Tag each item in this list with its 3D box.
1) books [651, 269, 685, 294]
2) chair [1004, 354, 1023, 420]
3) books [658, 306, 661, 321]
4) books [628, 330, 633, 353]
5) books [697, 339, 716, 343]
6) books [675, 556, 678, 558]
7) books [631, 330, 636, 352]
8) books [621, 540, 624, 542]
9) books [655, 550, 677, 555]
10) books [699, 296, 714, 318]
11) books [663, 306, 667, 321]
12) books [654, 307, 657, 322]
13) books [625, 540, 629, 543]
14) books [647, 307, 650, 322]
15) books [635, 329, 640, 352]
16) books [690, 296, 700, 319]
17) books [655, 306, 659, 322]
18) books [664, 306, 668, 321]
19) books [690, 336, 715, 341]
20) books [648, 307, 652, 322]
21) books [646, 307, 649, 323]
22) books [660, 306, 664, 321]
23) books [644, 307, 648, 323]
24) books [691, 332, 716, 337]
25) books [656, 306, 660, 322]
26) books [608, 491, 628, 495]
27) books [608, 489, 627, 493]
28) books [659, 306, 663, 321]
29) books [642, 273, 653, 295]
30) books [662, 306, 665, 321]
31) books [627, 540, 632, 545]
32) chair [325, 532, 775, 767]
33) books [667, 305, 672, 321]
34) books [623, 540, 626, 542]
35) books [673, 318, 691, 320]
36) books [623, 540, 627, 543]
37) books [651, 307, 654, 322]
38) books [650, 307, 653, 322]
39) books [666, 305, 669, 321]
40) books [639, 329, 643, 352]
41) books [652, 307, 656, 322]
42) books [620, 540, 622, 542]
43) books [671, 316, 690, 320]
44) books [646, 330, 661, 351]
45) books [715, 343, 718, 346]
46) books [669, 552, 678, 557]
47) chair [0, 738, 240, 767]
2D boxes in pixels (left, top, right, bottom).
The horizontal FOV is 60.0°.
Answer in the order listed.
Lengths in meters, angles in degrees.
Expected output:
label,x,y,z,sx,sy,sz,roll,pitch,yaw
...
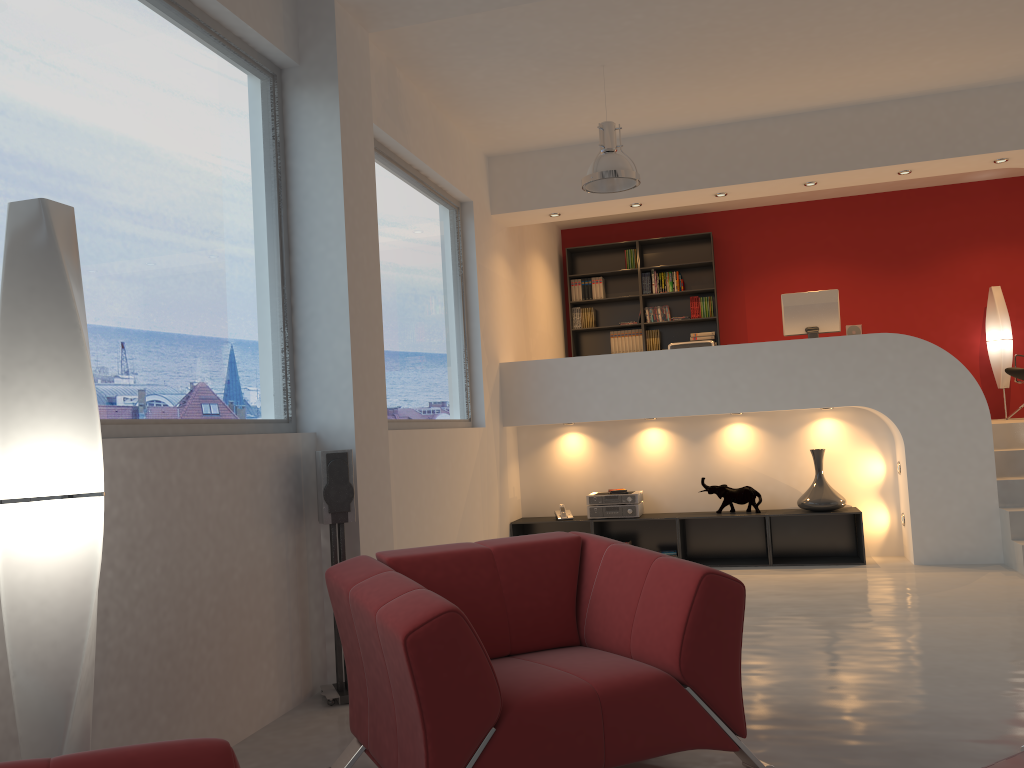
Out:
label,x,y,z,sx,sy,sz,roll,pitch,yaw
books,1.755,-1.149,9.968,0.341,0.286,0.231,-4,-3,15
chair,5.059,-0.094,8.154,0.768,0.795,0.664,-3,-3,-10
books,1.671,-0.776,10.008,0.031,0.190,0.135,-4,-3,15
books,1.355,-0.473,10.061,0.040,0.260,0.200,-4,-3,15
books,2.122,-0.460,9.836,0.260,0.040,0.200,-4,-3,15
books,1.265,1.410,7.253,0.190,0.015,0.135,-4,-3,15
books,1.394,-0.476,10.050,0.040,0.260,0.200,-4,-3,15
books,0.917,1.390,7.295,0.031,0.190,0.135,-4,-3,15
books,1.250,1.381,7.258,0.190,0.015,0.135,-4,-3,10
books,2.163,-0.837,9.868,0.146,0.240,0.170,-4,-3,15
books,1.729,-0.781,9.992,0.031,0.190,0.135,-4,-3,15
books,1.628,-0.773,10.019,0.031,0.190,0.135,-4,-3,15
books,0.961,1.387,7.284,0.031,0.190,0.135,-4,-3,15
books,1.556,-0.768,10.039,0.031,0.190,0.135,-4,-3,15
books,1.433,-0.479,10.039,0.040,0.260,0.200,-4,-3,15
books,2.046,-0.837,9.900,0.090,0.256,0.181,-4,-3,15
books,1.642,-0.774,10.015,0.031,0.190,0.135,-4,-3,15
books,1.744,-0.782,9.988,0.031,0.190,0.135,-4,-3,15
books,2.115,-0.499,9.838,0.260,0.040,0.200,-4,-3,14
books,1.570,-0.769,10.035,0.031,0.190,0.135,-4,-3,15
books,1.541,-0.767,10.042,0.031,0.190,0.135,-4,-3,15
books,1.700,-0.779,10.000,0.031,0.190,0.135,-4,-3,15
books,1.527,-0.766,10.046,0.031,0.190,0.135,-4,-3,15
books,2.120,-0.540,9.830,0.260,0.040,0.200,-4,-3,15
books,1.657,-0.775,10.011,0.031,0.190,0.135,-4,-3,15
books,0.881,0.902,7.371,0.135,0.015,0.190,-3,-3,-5
books,0.879,0.888,7.382,0.135,0.015,0.190,-3,-3,0
books,1.686,-0.777,10.004,0.031,0.190,0.135,-4,-3,15
books,1.534,-1.117,10.050,0.090,0.256,0.181,-4,-3,15
books,1.715,-0.780,9.996,0.031,0.190,0.135,-4,-3,15
books,0.975,1.386,7.280,0.031,0.190,0.135,-4,-3,15
chair,0.063,0.938,2.988,1.288,0.738,0.951,-2,-3,-25
books,1.773,-0.784,9.980,0.031,0.190,0.135,-4,-3,15
books,0.932,1.389,7.292,0.031,0.190,0.135,-4,-3,15
books,1.905,-0.721,9.942,0.190,0.015,0.135,-4,-3,15
books,0.946,1.388,7.288,0.031,0.190,0.135,-4,-3,15
books,1.599,-0.771,10.027,0.031,0.190,0.135,-4,-3,15
books,1.585,-0.770,10.031,0.031,0.190,0.135,-4,-3,15
books,1.758,-0.783,9.984,0.031,0.190,0.135,-4,-3,15
books,1.472,-0.482,10.029,0.040,0.260,0.200,-4,-3,15
books,1.614,-0.772,10.023,0.031,0.190,0.135,-4,-3,15
books,0.903,1.391,7.299,0.031,0.190,0.135,-4,-3,15
books,1.895,-0.735,9.945,0.190,0.015,0.135,-4,-3,20
books,1.597,-0.480,10.007,0.146,0.240,0.170,-4,-3,15
books,2.142,-0.421,9.833,0.260,0.040,0.200,-4,-3,16
books,1.258,1.395,7.248,0.190,0.015,0.135,-4,-3,15
chair,-0.648,0.860,0.841,0.951,0.738,1.288,-2,-3,-25
